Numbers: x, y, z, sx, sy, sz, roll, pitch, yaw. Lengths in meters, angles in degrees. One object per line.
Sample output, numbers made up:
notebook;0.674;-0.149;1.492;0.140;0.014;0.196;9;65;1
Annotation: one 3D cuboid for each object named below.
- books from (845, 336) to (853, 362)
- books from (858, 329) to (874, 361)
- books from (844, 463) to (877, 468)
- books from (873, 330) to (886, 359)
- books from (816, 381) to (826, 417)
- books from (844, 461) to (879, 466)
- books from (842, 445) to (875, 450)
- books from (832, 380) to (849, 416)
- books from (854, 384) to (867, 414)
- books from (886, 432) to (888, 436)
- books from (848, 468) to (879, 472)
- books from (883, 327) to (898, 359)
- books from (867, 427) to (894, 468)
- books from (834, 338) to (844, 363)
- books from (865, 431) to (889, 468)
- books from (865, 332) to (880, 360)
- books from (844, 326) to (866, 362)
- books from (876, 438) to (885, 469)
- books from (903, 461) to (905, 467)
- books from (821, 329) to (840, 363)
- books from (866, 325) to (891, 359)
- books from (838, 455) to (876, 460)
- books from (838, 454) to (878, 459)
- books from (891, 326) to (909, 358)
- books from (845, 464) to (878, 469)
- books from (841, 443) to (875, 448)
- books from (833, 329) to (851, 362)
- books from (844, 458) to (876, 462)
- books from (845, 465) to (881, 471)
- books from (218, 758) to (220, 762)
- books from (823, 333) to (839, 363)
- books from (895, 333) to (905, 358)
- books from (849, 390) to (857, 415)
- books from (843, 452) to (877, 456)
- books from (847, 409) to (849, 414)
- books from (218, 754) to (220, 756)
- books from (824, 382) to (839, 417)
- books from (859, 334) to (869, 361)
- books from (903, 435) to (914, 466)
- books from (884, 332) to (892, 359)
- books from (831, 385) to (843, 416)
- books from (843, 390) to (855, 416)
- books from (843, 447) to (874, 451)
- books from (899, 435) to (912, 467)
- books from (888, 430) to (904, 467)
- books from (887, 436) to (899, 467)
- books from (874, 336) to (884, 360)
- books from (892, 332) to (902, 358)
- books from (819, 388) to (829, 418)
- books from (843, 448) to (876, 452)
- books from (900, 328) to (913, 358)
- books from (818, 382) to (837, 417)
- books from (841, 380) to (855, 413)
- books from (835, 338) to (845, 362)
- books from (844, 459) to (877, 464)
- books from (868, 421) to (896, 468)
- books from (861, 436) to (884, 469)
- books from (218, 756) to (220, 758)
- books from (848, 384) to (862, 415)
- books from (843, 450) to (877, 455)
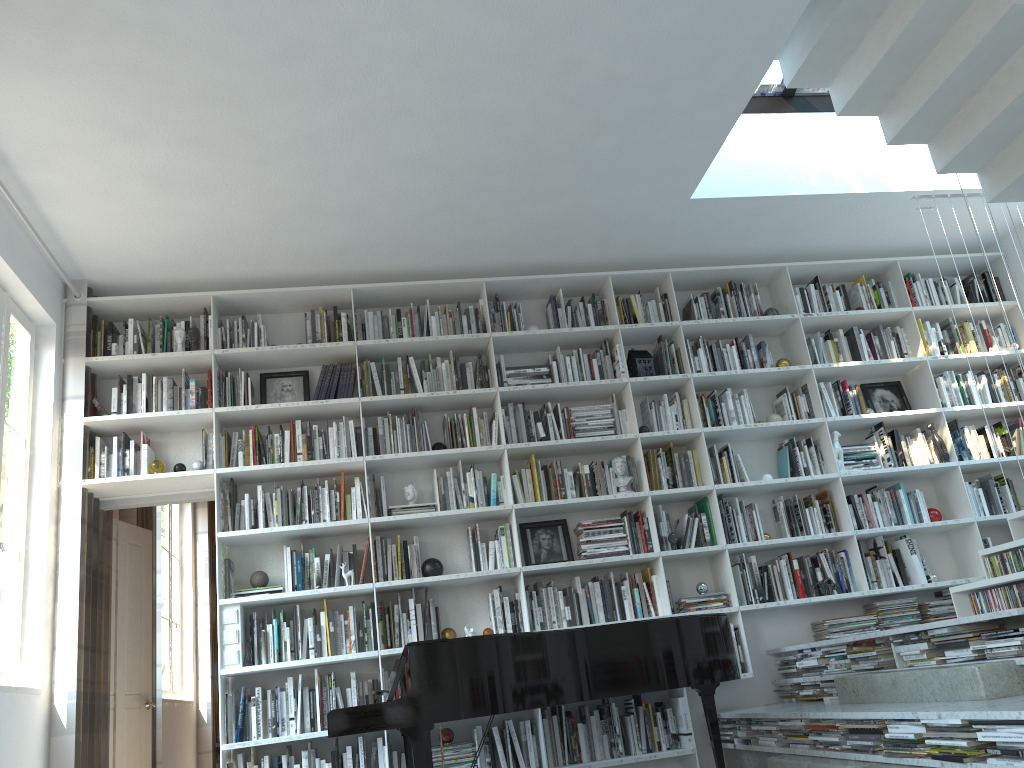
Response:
books;2.291;-0.190;6.124;0.025;0.237;0.143;-4;-19;-10
books;2.434;-0.221;6.161;0.048;0.282;0.163;-4;-19;-10
books;2.253;0.557;5.851;0.254;0.012;0.161;-5;-20;-8
books;2.528;-0.221;6.167;0.023;0.263;0.156;-4;-19;-10
books;2.050;0.146;5.971;0.015;0.299;0.141;-4;-19;-10
books;2.253;0.546;5.855;0.285;0.012;0.160;-3;-20;-12
books;2.241;0.444;5.890;0.285;0.012;0.160;-3;-20;-12
books;2.198;0.137;5.985;0.012;0.286;0.177;-4;-19;-10
books;2.320;0.147;5.992;0.026;0.243;0.178;-4;-19;-10
books;2.502;0.471;5.923;0.013;0.279;0.131;-4;-19;-10
books;2.258;0.590;5.835;0.254;0.012;0.161;-3;-20;-14
books;2.605;-0.234;6.171;0.036;0.271;0.177;-4;-19;-10
books;2.453;0.457;5.895;0.011;0.299;0.185;-4;-19;-10
books;2.217;-0.179;6.106;0.030;0.223;0.158;-4;-19;-10
books;2.439;0.474;5.915;0.012;0.284;0.160;-4;-19;-10
books;2.471;-0.211;6.137;0.014;0.239;0.190;-4;-19;-10
books;2.325;-0.223;6.085;0.032;0.264;0.246;-4;-19;-10
books;2.415;0.496;5.911;0.023;0.246;0.138;-4;-19;-10
books;2.570;0.472;5.949;0.010;0.277;0.129;-4;-19;-10
books;2.192;-0.212;6.114;0.011;0.295;0.163;-4;-19;-10
books;2.550;-0.242;6.163;0.022;0.293;0.181;-4;-19;-10
books;2.251;0.509;5.861;0.254;0.012;0.161;-6;-19;-5
books;2.249;0.499;5.869;0.285;0.012;0.160;-3;-20;-13
books;2.697;-0.242;6.202;0.026;0.283;0.147;-4;-19;-10
books;2.255;0.567;5.843;0.254;0.012;0.161;-5;-19;-6
books;2.240;0.433;5.894;0.285;0.012;0.160;-5;-20;-8
books;2.265;-0.215;6.119;0.026;0.287;0.157;-4;-19;-10
books;2.249;0.524;5.867;0.254;0.012;0.161;-4;-20;-10
books;2.257;0.577;5.836;0.285;0.012;0.160;-6;-19;-5
books;-2.837;3.607;8.500;0.129;0.030;0.183;-11;-20;11
books;2.178;-0.197;6.097;0.026;0.260;0.168;-4;-19;-10
books;2.676;-0.216;6.193;0.022;0.233;0.159;-4;-19;-10
books;2.271;0.168;5.988;0.033;0.212;0.153;-4;-19;-10
books;2.247;0.489;5.875;0.285;0.012;0.160;-5;-20;-8
books;2.213;0.151;5.997;0.020;0.266;0.153;-4;-19;-10
books;-2.847;3.570;8.521;0.133;0.012;0.189;-10;-19;6
books;2.142;0.147;5.988;0.012;0.284;0.160;-4;-19;-10
books;2.387;-0.201;6.117;0.030;0.229;0.187;-4;-19;-10
books;2.623;0.480;5.951;0.031;0.249;0.133;-4;-19;-10
books;2.582;-0.219;6.171;0.011;0.248;0.152;-4;-19;-10
books;2.169;0.156;6.000;0.043;0.268;0.131;-4;-19;-10
books;2.237;0.168;5.966;0.013;0.206;0.190;-4;-19;-10
books;2.243;0.455;5.886;0.254;0.012;0.161;-5;-20;-8
books;2.595;0.480;5.927;0.031;0.241;0.147;-4;-19;-10
books;2.539;0.463;5.918;0.059;0.281;0.168;-4;-19;-10
books;2.486;0.487;5.897;0.030;0.235;0.180;-4;-19;-10
books;2.506;-0.200;6.147;0.031;0.216;0.166;-4;-19;-10
books;2.638;-0.220;6.178;0.030;0.240;0.162;-4;-19;-10
books;2.067;0.166;5.957;0.011;0.247;0.156;-4;-19;-10
books;2.244;0.466;5.883;0.285;0.012;0.160;-5;-20;-8
books;2.726;-0.236;6.202;0.031;0.264;0.170;-4;-19;-10
books;2.101;0.146;5.975;0.065;0.288;0.146;-4;-19;-10
books;2.244;0.135;5.991;0.014;0.284;0.176;-4;-19;-10
books;2.241;-0.182;6.126;0.024;0.235;0.147;-4;-19;-10
books;2.252;0.532;5.853;0.254;0.012;0.161;-2;-20;-15
books;2.461;0.437;5.902;0.010;0.338;0.180;-4;-19;-10
books;2.400;0.488;5.893;0.012;0.253;0.161;-4;-19;-10
books;-2.844;3.583;8.507;0.134;0.022;0.189;-23;-25;38
books;2.295;0.147;5.999;0.021;0.252;0.167;-4;-19;-10
books;2.247;0.475;5.872;0.285;0.012;0.160;-2;-20;-15
